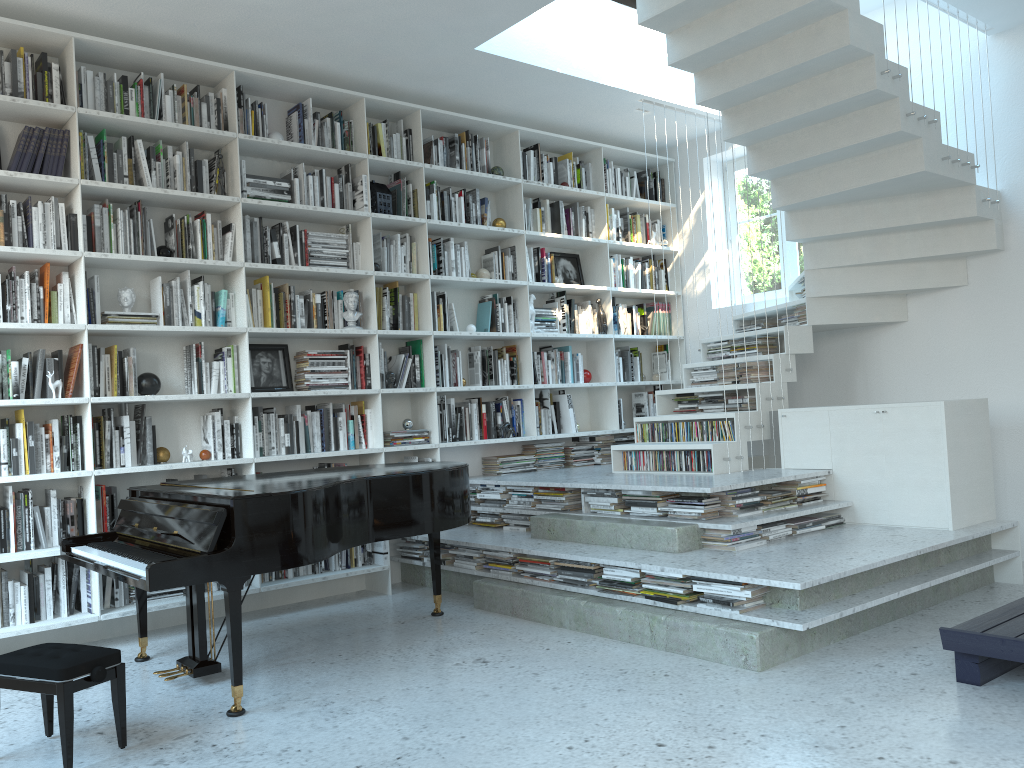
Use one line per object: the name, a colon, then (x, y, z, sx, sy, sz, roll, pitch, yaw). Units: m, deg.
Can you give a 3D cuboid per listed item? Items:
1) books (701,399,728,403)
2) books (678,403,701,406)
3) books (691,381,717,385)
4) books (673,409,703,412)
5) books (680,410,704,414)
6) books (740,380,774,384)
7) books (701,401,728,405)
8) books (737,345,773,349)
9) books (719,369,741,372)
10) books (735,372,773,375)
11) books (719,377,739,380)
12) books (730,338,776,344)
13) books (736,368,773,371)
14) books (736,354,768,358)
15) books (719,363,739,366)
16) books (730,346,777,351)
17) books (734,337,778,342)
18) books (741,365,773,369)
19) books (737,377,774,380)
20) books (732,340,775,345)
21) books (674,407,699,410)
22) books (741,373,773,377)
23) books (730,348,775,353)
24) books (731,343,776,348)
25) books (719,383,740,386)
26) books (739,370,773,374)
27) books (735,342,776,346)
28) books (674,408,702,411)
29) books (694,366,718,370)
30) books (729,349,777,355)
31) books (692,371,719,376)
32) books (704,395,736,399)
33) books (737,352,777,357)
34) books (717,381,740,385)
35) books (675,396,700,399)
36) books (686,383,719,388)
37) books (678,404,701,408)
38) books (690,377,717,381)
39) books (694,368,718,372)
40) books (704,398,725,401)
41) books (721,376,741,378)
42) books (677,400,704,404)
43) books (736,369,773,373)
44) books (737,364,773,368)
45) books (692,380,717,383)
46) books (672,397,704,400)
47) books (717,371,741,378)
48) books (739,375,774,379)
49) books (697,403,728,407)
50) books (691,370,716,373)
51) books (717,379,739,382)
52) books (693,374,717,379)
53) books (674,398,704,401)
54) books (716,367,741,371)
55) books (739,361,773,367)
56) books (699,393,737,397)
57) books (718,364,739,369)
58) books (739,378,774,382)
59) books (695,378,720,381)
books: (1.395, 0.113, 5.994, 0.189, 0.012, 0.155, -2, -3, -36)
books: (1.275, 0.139, 6.183, 0.132, 0.010, 0.198, -2, -3, -35)
books: (1.426, -0.007, 6.293, 0.136, 0.017, 0.288, -1, -3, -41)
books: (1.257, 0.184, 6.165, 0.189, 0.007, 0.195, -1, -3, -42)
books: (1.284, 0.193, 6.186, 0.130, 0.014, 0.188, -2, -3, -39)
books: (1.626, -0.016, 5.805, 0.206, 0.012, 0.183, -3, -2, -12)
books: (1.406, 0.125, 6.002, 0.149, 0.013, 0.220, -2, -2, -34)
books: (1.673, -0.254, 6.110, 0.154, 0.014, 0.197, -2, -2, -26)
books: (1.514, -0.090, 6.045, 0.159, 0.012, 0.129, -2, -2, -24)
books: (1.625, -0.071, 5.784, 0.295, 0.006, 0.146, -3, -2, -5)
books: (1.519, -0.038, 6.041, 0.139, 0.013, 0.155, -2, -3, -37)
books: (1.657, -0.294, 6.103, 0.191, 0.013, 0.243, -2, -2, -28)
books: (1.624, -0.096, 5.785, 0.295, 0.007, 0.146, -3, -2, -5)
books: (1.685, -0.191, 6.113, 0.136, 0.013, 0.258, -2, -2, -27)
books: (1.519, -0.131, 6.035, 0.155, 0.009, 0.155, -2, -3, -39)
books: (1.664, -0.242, 6.104, 0.187, 0.009, 0.261, -2, -2, -29)
books: (1.681, -0.304, 6.117, 0.134, 0.007, 0.298, -2, -2, -30)
books: (1.621, -0.107, 5.802, 0.184, 0.016, 0.179, -3, -2, -11)
books: (1.624, -0.038, 5.810, 0.254, 0.007, 0.189, -3, -2, -12)
books: (1.666, -0.283, 6.107, 0.174, 0.009, 0.240, -2, -2, -30)
books: (1.260, 0.166, 6.168, 0.159, 0.012, 0.225, -2, -2, -31)
books: (1.626, -0.061, 5.784, 0.214, 0.014, 0.138, -3, -2, -12)
books: (1.658, -0.231, 6.099, 0.191, 0.014, 0.244, -2, -2, -26)
books: (1.663, -0.264, 6.105, 0.176, 0.007, 0.254, -2, -2, -31)
books: (1.515, 0.002, 6.047, 0.162, 0.007, 0.132, -2, -2, -30)
books: (1.623, -0.079, 5.800, 0.231, 0.011, 0.171, -3, -2, -3)
books: (1.675, -0.274, 6.112, 0.144, 0.011, 0.257, -2, -2, -32)
books: (1.263, 0.176, 6.170, 0.216, 0.009, 0.158, -5, -3, 44)
books: (1.414, -0.115, 6.290, 0.157, 0.014, 0.180, -1, -3, -41)
books: (1.659, -0.217, 6.100, 0.182, 0.013, 0.287, -2, -2, -25)
books: (1.418, -0.075, 6.291, 0.149, 0.017, 0.240, -1, -3, -41)
books: (1.414, 0.089, 6.011, 0.133, 0.017, 0.178, -2, -3, -35)
books: (1.685, -0.204, 6.114, 0.130, 0.014, 0.249, -2, -2, -26)
books: (1.512, -0.009, 6.051, 0.184, 0.016, 0.128, -2, -2, -32)
books: (1.263, 0.091, 6.176, 0.160, 0.012, 0.195, -1, -3, -42)
books: (1.408, 0.011, 6.277, 0.190, 0.018, 0.287, -2, -3, -40)
books: (1.270, 0.152, 6.178, 0.145, 0.015, 0.166, -1, -3, -44)
books: (1.423, -0.042, 6.293, 0.145, 0.012, 0.297, -2, -3, -40)
books: (1.412, -0.101, 6.288, 0.157, 0.014, 0.180, -1, -3, -43)
books: (1.419, 0.102, 6.014, 0.129, 0.008, 0.185, -2, -3, -41)
books: (1.532, -0.048, 6.021, 0.188, 0.005, 0.181, -2, -3, -39)
books: (1.268, 0.123, 6.178, 0.181, 0.022, 0.140, -5, -3, 44)
books: (1.624, -0.089, 5.784, 0.295, 0.007, 0.146, -3, -2, -9)
books: (1.622, -0.118, 5.787, 0.254, 0.005, 0.161, -3, -2, -7)
books: (1.424, -0.020, 6.292, 0.138, 0.010, 0.254, -1, -3, -42)
books: (1.248, 0.101, 6.163, 0.198, 0.006, 0.188, -1, -3, -43)
books: (1.534, -0.069, 6.018, 0.178, 0.035, 0.222, -2, -2, -35)
books: (1.625, -0.047, 5.797, 0.222, 0.011, 0.180, -3, -2, -8)
books: (1.397, 0.139, 5.994, 0.184, 0.013, 0.225, -1, -3, -42)
books: (1.405, -0.088, 6.281, 0.173, 0.011, 0.203, -1, -3, -44)
books: (1.529, -0.026, 6.027, 0.199, 0.014, 0.177, -2, -3, -35)
books: (1.423, -0.057, 6.294, 0.143, 0.019, 0.231, -2, -3, -40)
books: (1.262, 0.108, 6.174, 0.159, 0.009, 0.208, -1, -3, -43)
books: (1.524, -0.104, 6.029, 0.218, 0.012, 0.156, -2, -2, -23)
books: (1.621, -0.132, 5.796, 0.234, 0.025, 0.157, -3, -2, -2)
books: (1.394, 0.074, 5.995, 0.177, 0.014, 0.194, -1, -3, -44)
books: (1.523, -0.118, 6.031, 0.166, 0.017, 0.190, -2, -3, -37)
books: (1.626, -0.028, 5.799, 0.215, 0.013, 0.189, -3, -2, -7)
books: (1.416, -0.030, 6.286, 0.160, 0.010, 0.179, -2, -3, -36)
